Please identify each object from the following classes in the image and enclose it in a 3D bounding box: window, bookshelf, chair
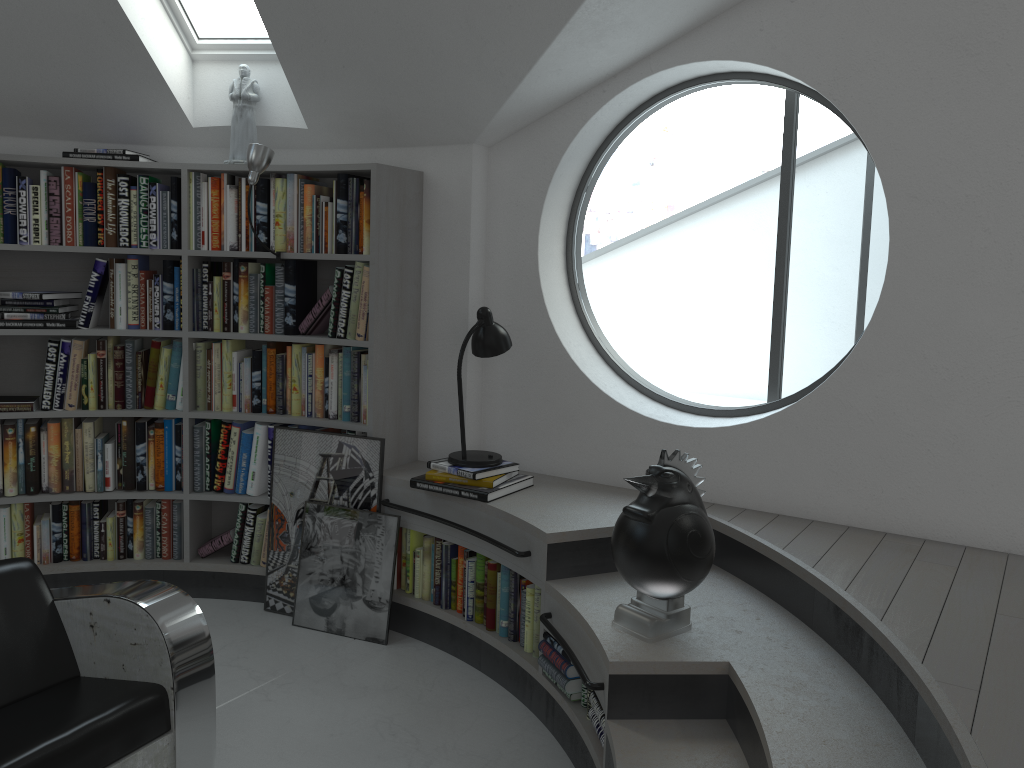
[{"bbox_3d":[0.903,-0.591,3.846,1.472,1.466,0.104,6,7,32],"label":"window"},{"bbox_3d":[-2.467,0.053,2.916,2.111,1.874,4.341,6,8,31],"label":"bookshelf"},{"bbox_3d":[-2.415,-1.704,2.741,1.935,0.711,4.063,6,9,31],"label":"window"},{"bbox_3d":[-1.374,0.921,2.385,0.742,0.717,0.825,5,7,26],"label":"chair"}]

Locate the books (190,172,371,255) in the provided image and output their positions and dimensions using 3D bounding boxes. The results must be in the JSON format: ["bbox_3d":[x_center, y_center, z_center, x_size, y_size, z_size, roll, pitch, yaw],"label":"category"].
[{"bbox_3d":[-1.024,-0.790,4.131,1.014,0.361,0.293,4,7,14],"label":"books"}]

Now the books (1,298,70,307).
[{"bbox_3d":[-2.233,-0.386,4.163,0.226,0.036,0.214,1,7,-8],"label":"books"}]

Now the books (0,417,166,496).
[{"bbox_3d":[-2.063,0.321,4.233,0.872,0.349,0.273,0,7,-17],"label":"books"}]

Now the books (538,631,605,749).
[{"bbox_3d":[0.300,1.002,2.895,0.240,0.167,0.667,0,8,-18],"label":"books"}]

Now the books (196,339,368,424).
[{"bbox_3d":[-1.028,-0.026,4.208,1.021,0.347,0.276,4,7,17],"label":"books"}]

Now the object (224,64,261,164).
[{"bbox_3d":[-1.249,-1.247,4.125,0.179,0.471,0.179,7,8,40],"label":"object"}]

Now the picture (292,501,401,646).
[{"bbox_3d":[-0.733,0.825,3.900,0.489,0.554,0.107,4,6,22],"label":"picture"}]

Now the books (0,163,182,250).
[{"bbox_3d":[-2.012,-0.822,4.126,0.969,0.366,0.307,0,7,-15],"label":"books"}]

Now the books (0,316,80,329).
[{"bbox_3d":[-2.236,-0.292,4.172,0.388,0.042,0.367,-1,8,-18],"label":"books"}]

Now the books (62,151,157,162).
[{"bbox_3d":[-1.888,-1.055,4.193,0.336,0.036,0.317,1,7,-6],"label":"books"}]

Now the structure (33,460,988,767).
[{"bbox_3d":[-1.321,0.943,2.271,4.709,0.691,4.725,0,8,-13],"label":"structure"}]

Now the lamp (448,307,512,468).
[{"bbox_3d":[-0.129,0.004,3.742,0.323,0.658,0.234,-4,8,-43],"label":"lamp"}]

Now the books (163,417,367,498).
[{"bbox_3d":[-1.110,0.349,4.250,1.184,0.358,0.304,3,7,13],"label":"books"}]

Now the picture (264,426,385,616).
[{"bbox_3d":[-0.857,0.646,4.015,0.579,0.860,0.090,4,6,21],"label":"picture"}]

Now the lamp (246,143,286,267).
[{"bbox_3d":[-1.062,-0.780,3.914,0.112,0.524,0.276,4,7,22],"label":"lamp"}]

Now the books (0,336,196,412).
[{"bbox_3d":[-1.967,-0.058,4.207,0.974,0.351,0.252,0,7,-16],"label":"books"}]

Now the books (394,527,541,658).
[{"bbox_3d":[-0.151,0.815,3.716,0.272,0.297,1.149,-4,10,-44],"label":"books"}]

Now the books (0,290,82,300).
[{"bbox_3d":[-2.232,-0.418,4.160,0.286,0.031,0.270,3,8,12],"label":"books"}]

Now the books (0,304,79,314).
[{"bbox_3d":[-2.234,-0.355,4.166,0.286,0.031,0.270,1,7,-8],"label":"books"}]

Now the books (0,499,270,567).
[{"bbox_3d":[-1.789,0.689,4.287,1.497,0.310,0.361,1,7,-6],"label":"books"}]

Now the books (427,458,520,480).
[{"bbox_3d":[-0.164,0.347,3.750,0.286,0.031,0.269,8,10,41],"label":"books"}]

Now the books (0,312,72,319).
[{"bbox_3d":[-2.235,-0.325,4.169,0.286,0.031,0.270,-1,8,-23],"label":"books"}]

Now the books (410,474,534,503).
[{"bbox_3d":[-0.166,0.416,3.756,0.388,0.042,0.366,6,9,31],"label":"books"}]

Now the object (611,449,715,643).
[{"bbox_3d":[0.471,0.479,2.757,0.320,0.561,0.321,2,6,5],"label":"object"}]

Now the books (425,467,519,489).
[{"bbox_3d":[-0.165,0.380,3.753,0.304,0.034,0.287,5,8,22],"label":"books"}]

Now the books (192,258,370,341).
[{"bbox_3d":[-1.025,-0.407,4.165,1.052,0.357,0.280,4,7,17],"label":"books"}]

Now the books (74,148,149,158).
[{"bbox_3d":[-1.888,-1.083,4.191,0.247,0.027,0.234,2,7,4],"label":"books"}]

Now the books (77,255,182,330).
[{"bbox_3d":[-1.773,-0.440,4.248,0.553,0.350,0.256,0,6,-12],"label":"books"}]
